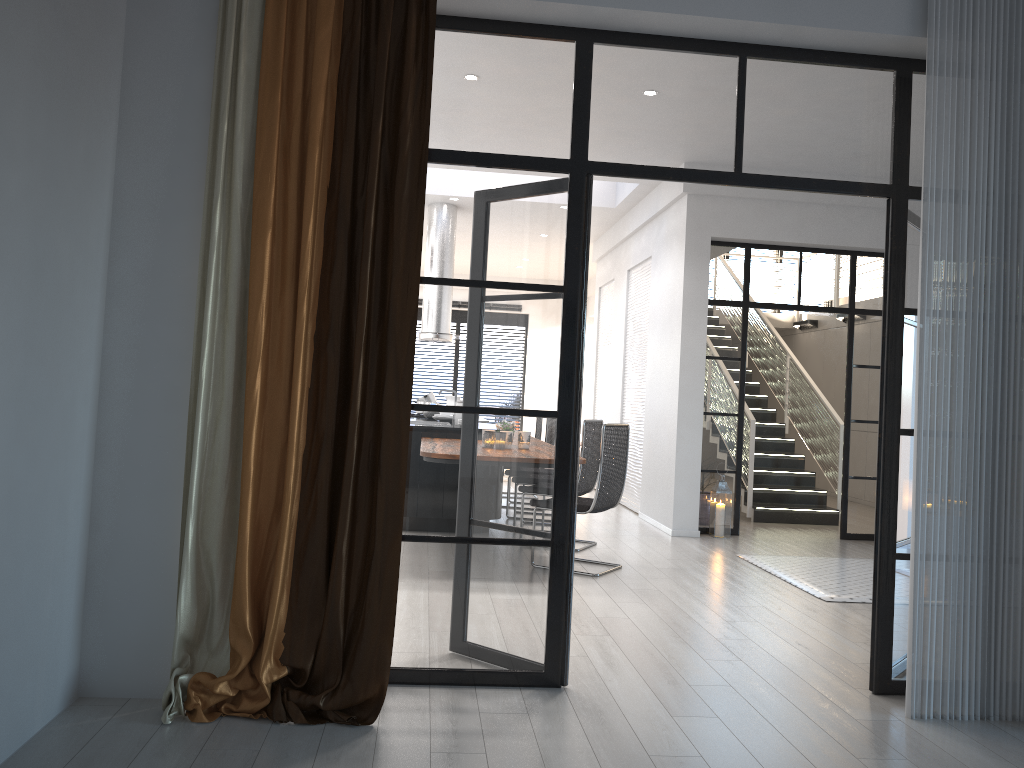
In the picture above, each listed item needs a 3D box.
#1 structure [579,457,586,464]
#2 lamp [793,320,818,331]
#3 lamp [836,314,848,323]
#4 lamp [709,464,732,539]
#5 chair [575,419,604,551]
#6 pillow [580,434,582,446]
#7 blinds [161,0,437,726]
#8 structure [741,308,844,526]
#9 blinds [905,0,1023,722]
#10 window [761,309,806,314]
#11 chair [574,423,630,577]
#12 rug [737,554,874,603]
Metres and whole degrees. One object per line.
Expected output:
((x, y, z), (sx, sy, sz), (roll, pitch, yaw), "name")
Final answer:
((-0.484, 0.816, 8.219), (1.377, 0.888, 5.637), (3, -1, -5), "structure")
((4.475, -0.895, 13.528), (0.152, 0.124, 0.567), (3, -1, -5), "lamp")
((4.616, -0.909, 12.075), (0.152, 0.124, 0.567), (3, -1, -5), "lamp")
((1.887, 1.046, 8.009), (0.148, 0.666, 0.157), (3, -2, -5), "lamp")
((0.389, 0.780, 7.153), (0.537, 1.019, 0.470), (2, -2, 25), "chair")
((1.571, 0.836, 13.346), (0.589, 0.392, 2.028), (3, -1, -17), "pillow")
((-0.736, -0.355, 3.191), (0.810, 3.048, 0.254), (3, -2, -6), "blinds")
((3.539, -0.288, 11.264), (2.393, 3.605, 5.798), (3, -1, -5), "structure")
((2.253, -0.185, 3.563), (1.301, 3.071, 0.052), (3, -2, -5), "blinds")
((1.981, -1.114, 17.096), (8.564, 5.066, 0.462), (3, -2, -7), "window")
((0.469, 0.770, 6.218), (0.537, 1.019, 0.470), (2, -2, 30), "chair")
((2.981, 1.399, 6.362), (2.275, 0.020, 1.584), (3, -1, -6), "rug")
